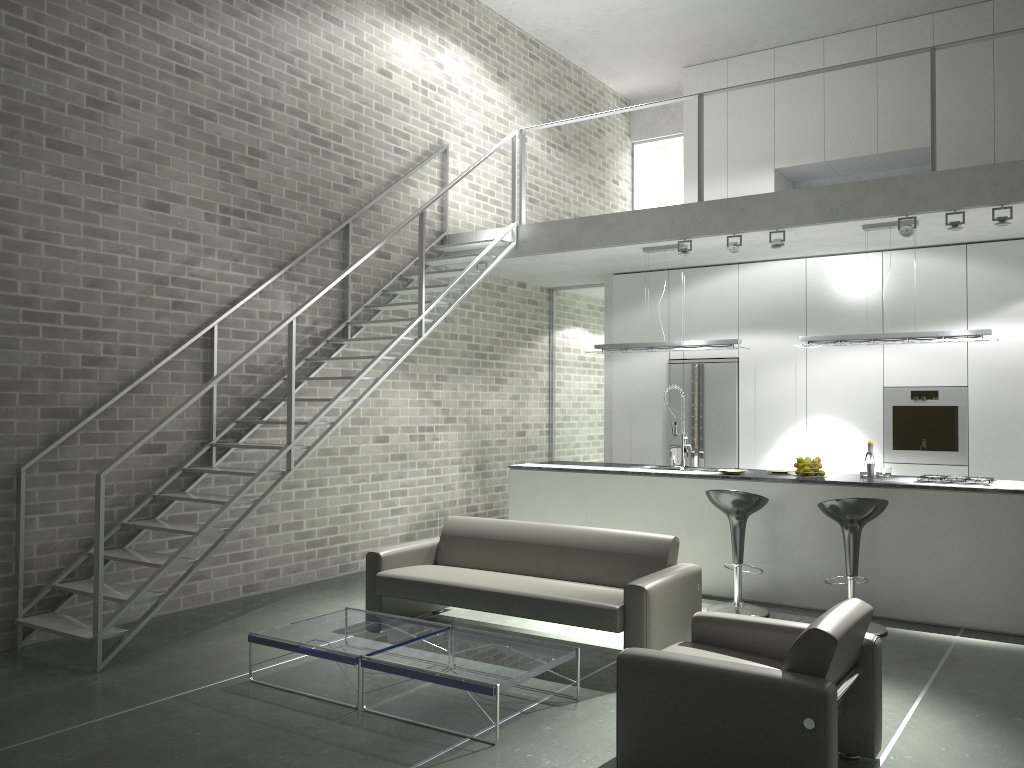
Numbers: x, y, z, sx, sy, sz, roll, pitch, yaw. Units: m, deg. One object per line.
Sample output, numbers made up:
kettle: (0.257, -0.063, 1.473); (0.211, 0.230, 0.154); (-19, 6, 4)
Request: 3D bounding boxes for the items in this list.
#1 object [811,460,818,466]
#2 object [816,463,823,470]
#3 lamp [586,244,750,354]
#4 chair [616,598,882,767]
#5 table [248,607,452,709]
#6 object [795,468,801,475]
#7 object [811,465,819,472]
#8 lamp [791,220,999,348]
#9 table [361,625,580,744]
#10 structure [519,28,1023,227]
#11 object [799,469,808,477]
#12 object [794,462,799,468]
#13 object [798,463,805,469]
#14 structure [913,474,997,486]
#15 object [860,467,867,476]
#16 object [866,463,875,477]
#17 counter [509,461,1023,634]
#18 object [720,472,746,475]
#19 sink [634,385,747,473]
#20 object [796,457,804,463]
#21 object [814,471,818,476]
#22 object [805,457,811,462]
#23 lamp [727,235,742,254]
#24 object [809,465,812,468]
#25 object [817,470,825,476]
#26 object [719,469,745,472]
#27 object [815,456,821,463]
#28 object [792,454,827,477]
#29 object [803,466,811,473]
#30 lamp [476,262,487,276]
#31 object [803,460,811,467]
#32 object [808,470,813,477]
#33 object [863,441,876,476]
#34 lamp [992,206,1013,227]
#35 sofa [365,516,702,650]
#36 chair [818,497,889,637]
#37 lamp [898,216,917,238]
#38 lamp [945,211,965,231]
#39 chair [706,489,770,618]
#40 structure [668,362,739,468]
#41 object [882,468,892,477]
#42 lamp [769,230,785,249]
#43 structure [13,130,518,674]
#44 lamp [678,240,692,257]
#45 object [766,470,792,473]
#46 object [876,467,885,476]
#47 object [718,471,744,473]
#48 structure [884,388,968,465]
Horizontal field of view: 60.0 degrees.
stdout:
object: (2.382, 0.616, 6.982); (0.051, 0.053, 0.063); (-1, -2, 36)
object: (2.427, 0.653, 7.011); (0.061, 0.054, 0.053); (1, -2, -20)
lamp: (1.404, -0.781, 8.138); (1.490, 0.964, 0.290); (-1, -2, 33)
chair: (0.988, 1.261, 3.735); (0.910, 0.717, 0.963); (-1, -2, 33)
table: (-0.898, 1.508, 4.981); (0.820, 0.270, 0.800); (-1, -2, 33)
object: (2.287, 0.697, 7.069); (0.060, 0.057, 0.052); (0, -2, 25)
object: (2.380, 0.667, 6.975); (0.061, 0.055, 0.051); (0, -2, 3)
lamp: (3.019, -0.802, 7.072); (1.490, 0.964, 0.290); (-1, -2, 33)
table: (-0.198, 1.499, 4.519); (0.820, 0.270, 0.800); (-1, -2, 33)
structure: (2.409, -2.048, 7.199); (5.560, 0.972, 0.070); (-1, -2, 33)
object: (2.310, 0.701, 7.013); (0.064, 0.063, 0.074); (-1, -2, 44)
object: (2.282, 0.650, 7.090); (0.053, 0.051, 0.063); (0, -2, -8)
object: (2.302, 0.651, 7.031); (0.062, 0.053, 0.052); (0, -2, -5)
structure: (3.280, 0.706, 6.556); (0.500, 0.038, 0.500); (-1, -2, 33)
object: (2.831, 0.702, 7.128); (0.064, 0.070, 0.063); (1, -2, -19)
object: (2.837, 0.681, 7.015); (0.060, 0.106, 0.060); (0, -2, 27)
counter: (2.051, 1.220, 7.357); (4.400, 0.960, 0.900); (-1, -2, 33)
object: (1.794, 0.727, 7.235); (0.217, 0.017, 0.216); (1, -2, -24)
sink: (1.563, 0.521, 7.835); (0.987, 1.023, 0.546); (-1, -2, 33)
object: (2.292, 0.606, 7.050); (0.053, 0.051, 0.063); (1, -2, -19)
object: (2.402, 0.706, 7.034); (0.061, 0.055, 0.050); (1, -2, -21)
object: (2.351, 0.603, 7.045); (0.051, 0.053, 0.063); (0, -2, 25)
lamp: (1.878, -1.183, 7.504); (0.115, 0.151, 0.115); (1, -2, -14)
object: (2.365, 0.664, 7.003); (0.051, 0.053, 0.062); (-1, -2, 31)
object: (2.436, 0.703, 6.986); (0.062, 0.052, 0.053); (1, -2, -27)
object: (1.794, 0.713, 7.235); (0.217, 0.017, 0.216); (1, -2, -24)
object: (2.427, 0.605, 7.033); (0.050, 0.060, 0.059); (0, -2, 23)
object: (2.360, 0.646, 7.040); (0.189, 0.174, 0.207); (1, -2, -12)
object: (2.312, 0.673, 6.958); (0.061, 0.054, 0.052); (0, -2, 0)
lamp: (3.064, -1.144, 9.055); (6.854, 0.136, 0.110); (0, -2, -2)
object: (2.324, 0.628, 6.983); (0.061, 0.052, 0.053); (-1, -2, 37)
object: (2.351, 0.702, 6.971); (0.051, 0.053, 0.063); (-1, -2, 31)
object: (2.850, 0.591, 7.024); (0.088, 0.288, 0.101); (1, -2, -27)
lamp: (3.547, -1.212, 6.415); (0.109, 0.135, 0.109); (1, -2, -9)
sofa: (0.082, 1.310, 5.781); (2.114, 0.717, 0.902); (-1, -2, 33)
chair: (2.336, 1.222, 6.079); (0.457, 0.931, 0.464); (0, -2, 14)
lamp: (3.006, -1.196, 6.752); (0.131, 0.154, 0.098); (-1, -2, 33)
lamp: (3.291, -1.208, 6.585); (0.109, 0.135, 0.109); (1, -2, -9)
chair: (1.671, 1.232, 6.559); (0.464, 0.931, 0.457); (2, -2, -43)
structure: (1.981, 0.737, 9.174); (0.743, 1.900, 0.160); (-1, -2, 33)
object: (2.975, 0.701, 7.038); (0.064, 0.070, 0.063); (-1, -2, 41)
lamp: (2.193, -1.187, 7.322); (0.115, 0.151, 0.115); (1, -2, -14)
structure: (-1.527, -0.426, 7.105); (0.902, 4.246, 4.345); (-1, -2, 33)
lamp: (1.511, -1.186, 7.756); (0.109, 0.136, 0.109); (1, -2, -14)
object: (2.242, 0.734, 7.425); (0.217, 0.017, 0.216); (1, -2, -31)
object: (2.961, 0.703, 7.130); (0.064, 0.070, 0.063); (1, -2, -19)
object: (1.794, 0.722, 7.235); (0.217, 0.017, 0.216); (1, -2, -24)
structure: (3.724, 0.378, 8.002); (0.692, 0.680, 0.036); (-1, -2, 33)
